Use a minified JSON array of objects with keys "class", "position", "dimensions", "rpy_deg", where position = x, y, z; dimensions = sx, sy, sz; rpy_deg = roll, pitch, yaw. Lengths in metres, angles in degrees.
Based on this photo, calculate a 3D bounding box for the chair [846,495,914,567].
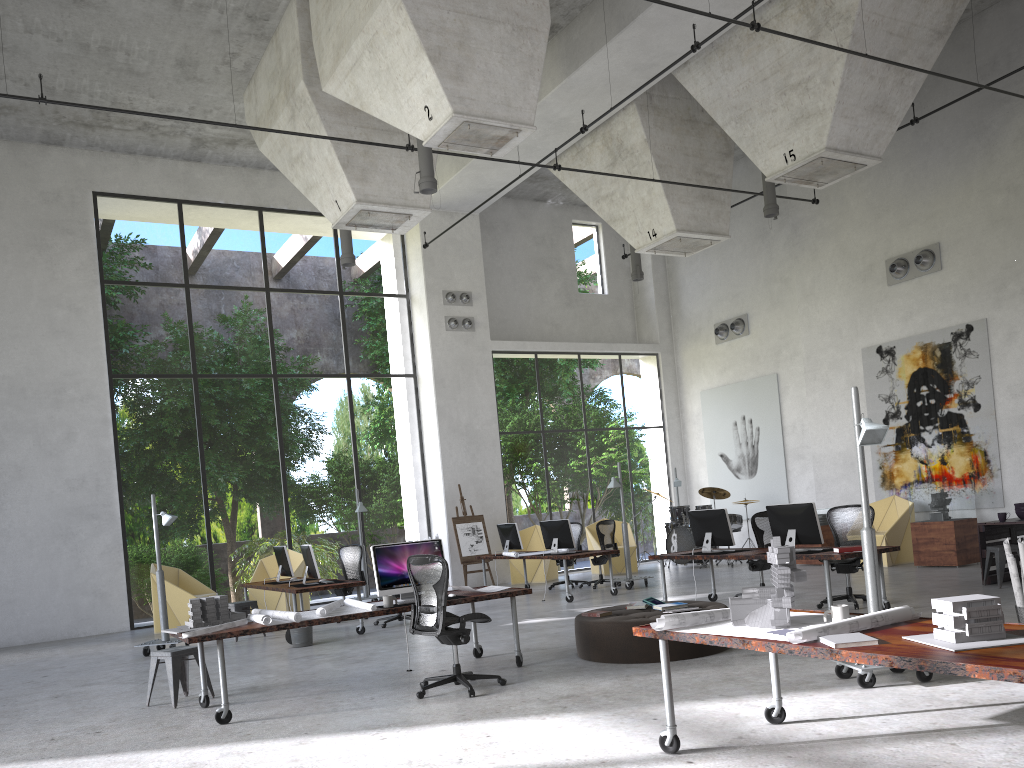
[{"class":"chair","position":[6.317,2.508,15.000],"dimensions":[0.930,1.165,0.990],"rpy_deg":[-3,-4,-32]}]

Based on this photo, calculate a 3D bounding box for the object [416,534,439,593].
[{"class":"object","position":[-1.637,3.604,17.545],"dimensions":[0.444,1.206,0.410],"rpy_deg":[-6,-2,38]}]

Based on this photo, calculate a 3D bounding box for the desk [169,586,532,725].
[{"class":"desk","position":[-1.366,2.400,7.999],"dimensions":[3.118,0.721,0.985],"rpy_deg":[-1,-7,-30]}]

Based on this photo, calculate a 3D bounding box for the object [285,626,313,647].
[{"class":"object","position":[-2.727,3.219,11.302],"dimensions":[0.294,0.297,0.402],"rpy_deg":[-2,-6,-37]}]

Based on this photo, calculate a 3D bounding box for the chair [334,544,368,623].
[{"class":"chair","position":[-2.662,3.160,13.963],"dimensions":[0.775,1.181,0.792],"rpy_deg":[-6,-3,24]}]

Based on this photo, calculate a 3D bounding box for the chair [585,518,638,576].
[{"class":"chair","position":[2.105,3.393,18.415],"dimensions":[0.977,1.165,0.942],"rpy_deg":[-5,-4,-11]}]

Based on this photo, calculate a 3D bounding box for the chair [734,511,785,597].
[{"class":"chair","position":[3.282,2.285,11.699],"dimensions":[0.799,1.181,0.768],"rpy_deg":[-8,-4,44]}]

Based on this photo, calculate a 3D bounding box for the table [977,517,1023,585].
[{"class":"table","position":[6.997,2.023,10.872],"dimensions":[1.500,0.792,1.621],"rpy_deg":[-1,-8,-30]}]

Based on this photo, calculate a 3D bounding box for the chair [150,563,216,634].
[{"class":"chair","position":[-5.594,3.572,14.834],"dimensions":[0.935,1.165,0.985],"rpy_deg":[-6,-4,5]}]

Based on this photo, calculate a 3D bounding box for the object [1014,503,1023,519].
[{"class":"object","position":[6.491,1.605,11.119],"dimensions":[0.213,0.213,0.195],"rpy_deg":[-3,-5,-29]}]

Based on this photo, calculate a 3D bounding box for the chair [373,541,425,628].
[{"class":"chair","position":[-1.645,2.886,12.724],"dimensions":[0.789,1.181,0.778],"rpy_deg":[-3,-4,-41]}]

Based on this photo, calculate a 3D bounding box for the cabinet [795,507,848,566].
[{"class":"cabinet","position":[5.646,2.808,16.176],"dimensions":[0.740,1.010,0.742],"rpy_deg":[-3,-4,-30]}]

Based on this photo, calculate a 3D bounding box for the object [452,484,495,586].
[{"class":"object","position":[-0.849,3.034,17.445],"dimensions":[0.691,2.138,0.690],"rpy_deg":[-5,-1,-29]}]

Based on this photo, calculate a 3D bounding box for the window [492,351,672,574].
[{"class":"window","position":[1.723,1.717,19.741],"dimensions":[4.544,4.878,0.020],"rpy_deg":[-3,-2,-30]}]

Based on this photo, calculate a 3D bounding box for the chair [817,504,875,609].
[{"class":"chair","position":[3.991,2.030,10.399],"dimensions":[0.775,1.181,0.792],"rpy_deg":[-7,-3,29]}]

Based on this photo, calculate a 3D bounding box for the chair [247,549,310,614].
[{"class":"chair","position":[-4.259,3.628,16.049],"dimensions":[0.983,1.165,0.937],"rpy_deg":[-6,-4,15]}]

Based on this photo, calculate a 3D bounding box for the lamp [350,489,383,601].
[{"class":"lamp","position":[-2.737,2.984,16.013],"dimensions":[0.576,2.146,0.601],"rpy_deg":[-5,-1,-30]}]

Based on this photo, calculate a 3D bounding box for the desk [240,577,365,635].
[{"class":"desk","position":[-3.120,3.276,12.883],"dimensions":[0.960,0.720,3.170],"rpy_deg":[-2,-8,-30]}]

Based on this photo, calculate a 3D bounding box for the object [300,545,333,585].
[{"class":"object","position":[-2.739,2.509,12.263],"dimensions":[0.376,0.550,0.723],"rpy_deg":[-4,-5,-24]}]

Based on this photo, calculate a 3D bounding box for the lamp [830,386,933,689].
[{"class":"lamp","position":[2.589,1.089,6.390],"dimensions":[0.579,2.146,0.598],"rpy_deg":[-5,-1,-5]}]

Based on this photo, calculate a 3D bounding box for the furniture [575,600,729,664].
[{"class":"furniture","position":[1.374,2.415,8.617],"dimensions":[1.502,0.426,1.528],"rpy_deg":[-1,-9,-28]}]

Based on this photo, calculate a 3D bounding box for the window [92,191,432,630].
[{"class":"window","position":[-4.533,0.467,17.048],"dimensions":[5.938,7.827,0.067],"rpy_deg":[-3,-1,-30]}]

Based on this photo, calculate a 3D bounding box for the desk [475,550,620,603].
[{"class":"desk","position":[0.552,3.241,14.935],"dimensions":[0.970,0.720,3.169],"rpy_deg":[-2,-8,-30]}]

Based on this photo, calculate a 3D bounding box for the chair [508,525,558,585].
[{"class":"chair","position":[0.418,3.497,18.073],"dimensions":[0.984,1.165,0.936],"rpy_deg":[-6,-4,19]}]

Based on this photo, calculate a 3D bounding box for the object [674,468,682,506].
[{"class":"object","position":[3.833,2.987,20.117],"dimensions":[0.580,2.146,0.597],"rpy_deg":[-5,-1,5]}]

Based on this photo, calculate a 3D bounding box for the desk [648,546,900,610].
[{"class":"desk","position":[3.020,2.376,10.570],"dimensions":[0.970,0.720,3.169],"rpy_deg":[-2,-8,-30]}]

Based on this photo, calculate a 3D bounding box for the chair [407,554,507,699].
[{"class":"chair","position":[-0.537,2.020,7.506],"dimensions":[0.776,1.181,0.791],"rpy_deg":[-7,-3,34]}]

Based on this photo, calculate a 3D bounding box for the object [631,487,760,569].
[{"class":"object","position":[3.971,2.952,18.583],"dimensions":[3.002,1.736,1.876],"rpy_deg":[-11,-8,44]}]

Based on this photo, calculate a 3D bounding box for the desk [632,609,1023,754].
[{"class":"desk","position":[1.917,1.522,4.051],"dimensions":[0.970,0.720,3.169],"rpy_deg":[-2,-8,-30]}]

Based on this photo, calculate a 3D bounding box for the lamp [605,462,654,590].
[{"class":"lamp","position":[1.910,2.399,14.934],"dimensions":[0.593,2.146,0.583],"rpy_deg":[-5,-1,-30]}]

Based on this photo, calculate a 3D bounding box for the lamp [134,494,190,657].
[{"class":"lamp","position":[-4.747,2.557,11.841],"dimensions":[0.597,2.146,0.580],"rpy_deg":[-5,-1,3]}]

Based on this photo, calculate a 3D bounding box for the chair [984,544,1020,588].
[{"class":"chair","position":[6.119,2.247,10.858],"dimensions":[0.420,0.488,0.440],"rpy_deg":[-6,-4,5]}]

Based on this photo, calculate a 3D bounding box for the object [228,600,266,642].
[{"class":"object","position":[-3.897,3.413,12.674],"dimensions":[0.474,0.530,0.461],"rpy_deg":[-1,-5,-45]}]

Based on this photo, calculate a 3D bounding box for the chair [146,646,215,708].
[{"class":"chair","position":[-3.064,2.679,8.072],"dimensions":[0.423,0.488,0.437],"rpy_deg":[-8,-5,33]}]

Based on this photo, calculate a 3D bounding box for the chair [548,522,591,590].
[{"class":"chair","position":[1.016,3.136,16.096],"dimensions":[0.772,1.181,0.795],"rpy_deg":[-6,-3,9]}]

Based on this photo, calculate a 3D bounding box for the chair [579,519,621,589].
[{"class":"chair","position":[1.538,3.023,15.649],"dimensions":[0.797,1.181,0.770],"rpy_deg":[-6,-3,24]}]

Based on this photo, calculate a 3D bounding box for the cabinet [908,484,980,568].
[{"class":"cabinet","position":[6.805,2.242,13.845],"dimensions":[0.592,1.251,0.750],"rpy_deg":[-4,-3,-30]}]
